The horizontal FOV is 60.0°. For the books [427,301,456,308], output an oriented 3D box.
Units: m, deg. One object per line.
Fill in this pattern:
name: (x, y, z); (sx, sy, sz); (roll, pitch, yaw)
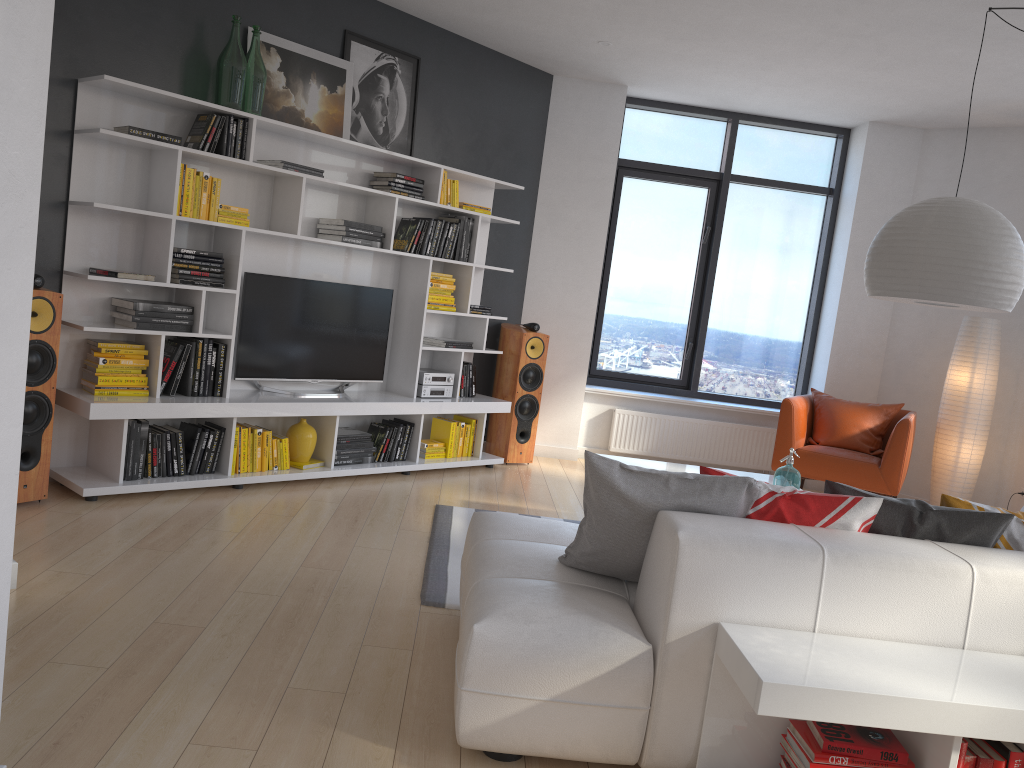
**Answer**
books: (-0.554, -0.561, 6.157); (0.257, 0.024, 0.203); (2, 8, -45)

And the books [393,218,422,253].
books: (-0.704, -0.981, 5.852); (0.182, 0.234, 0.104); (13, 8, 42)

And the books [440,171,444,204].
books: (-0.517, -1.315, 5.910); (0.161, 0.229, 0.041); (12, 8, 40)

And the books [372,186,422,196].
books: (-0.745, -1.256, 5.772); (0.189, 0.020, 0.264); (12, 8, 40)

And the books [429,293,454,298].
books: (-0.560, -0.625, 6.162); (0.251, 0.014, 0.189); (2, 8, -45)

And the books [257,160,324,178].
books: (-1.291, -1.250, 5.162); (0.250, 0.047, 0.310); (12, 7, 37)

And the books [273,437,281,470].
books: (-1.412, 0.403, 5.233); (0.134, 0.187, 0.046); (13, 8, 41)

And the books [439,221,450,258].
books: (-0.526, -0.988, 6.049); (0.192, 0.254, 0.075); (13, 8, 41)

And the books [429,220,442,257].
books: (-0.579, -0.987, 5.992); (0.191, 0.249, 0.084); (13, 8, 42)

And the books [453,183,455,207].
books: (-0.430, -1.278, 5.996); (0.108, 0.161, 0.046); (12, 8, 41)

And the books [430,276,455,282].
books: (-0.531, -0.737, 6.157); (0.223, 0.023, 0.163); (2, 8, -44)

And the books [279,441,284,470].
books: (-1.391, 0.415, 5.240); (0.113, 0.169, 0.049); (12, 8, 41)

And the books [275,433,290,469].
books: (-1.374, 0.399, 5.291); (0.149, 0.193, 0.046); (13, 8, 42)

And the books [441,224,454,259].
books: (-0.499, -0.981, 6.060); (0.179, 0.243, 0.071); (12, 8, 41)

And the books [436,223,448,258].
books: (-0.523, -0.976, 6.015); (0.172, 0.242, 0.069); (13, 8, 42)

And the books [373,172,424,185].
books: (-0.736, -1.336, 5.769); (0.209, 0.030, 0.266); (12, 7, 35)

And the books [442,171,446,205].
books: (-0.516, -1.316, 5.940); (0.163, 0.224, 0.041); (12, 8, 40)

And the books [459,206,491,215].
books: (-0.306, -1.218, 6.229); (0.257, 0.028, 0.194); (2, 8, -43)

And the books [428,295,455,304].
books: (-0.552, -0.595, 6.157); (0.189, 0.042, 0.243); (13, 8, 42)

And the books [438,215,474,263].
books: (-0.411, -1.017, 6.209); (0.259, 0.321, 0.128); (13, 8, 42)

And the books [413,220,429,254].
books: (-0.654, -0.978, 5.894); (0.169, 0.233, 0.081); (13, 8, 41)

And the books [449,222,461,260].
books: (-0.459, -0.989, 6.121); (0.197, 0.260, 0.066); (13, 8, 42)

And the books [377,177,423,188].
books: (-0.729, -1.308, 5.766); (0.246, 0.026, 0.180); (2, 8, -45)

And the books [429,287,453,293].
books: (-0.552, -0.661, 6.158); (0.171, 0.019, 0.239); (13, 8, 42)

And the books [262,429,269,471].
books: (-1.482, 0.375, 5.181); (0.171, 0.235, 0.043); (12, 8, 40)

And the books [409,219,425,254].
books: (-0.685, -0.980, 5.880); (0.187, 0.234, 0.096); (13, 8, 42)

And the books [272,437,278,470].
books: (-1.431, 0.401, 5.222); (0.138, 0.188, 0.056); (13, 8, 42)

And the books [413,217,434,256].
books: (-0.623, -0.990, 5.945); (0.192, 0.254, 0.075); (13, 8, 41)

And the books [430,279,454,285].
books: (-0.542, -0.714, 6.156); (0.227, 0.022, 0.160); (4, 7, -32)

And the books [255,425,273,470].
books: (-1.467, 0.374, 5.211); (0.172, 0.235, 0.056); (13, 8, 41)

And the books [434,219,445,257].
books: (-0.557, -0.991, 6.017); (0.197, 0.260, 0.066); (13, 8, 42)

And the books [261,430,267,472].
books: (-1.483, 0.376, 5.150); (0.169, 0.240, 0.043); (12, 8, 40)

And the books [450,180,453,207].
books: (-0.450, -1.289, 5.989); (0.128, 0.178, 0.044); (13, 8, 41)

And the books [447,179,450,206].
books: (-0.468, -1.291, 5.978); (0.132, 0.180, 0.054); (13, 8, 42)

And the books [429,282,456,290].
books: (-0.540, -0.686, 6.162); (0.239, 0.033, 0.176); (2, 8, -45)

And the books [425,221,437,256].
books: (-0.602, -0.982, 5.961); (0.179, 0.243, 0.068); (12, 8, 40)

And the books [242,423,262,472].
books: (-1.518, 0.366, 5.140); (0.185, 0.252, 0.055); (12, 8, 40)

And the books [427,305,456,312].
books: (-0.549, -0.534, 6.156); (0.257, 0.028, 0.194); (2, 8, -43)

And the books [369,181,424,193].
books: (-0.754, -1.285, 5.785); (0.284, 0.030, 0.214); (2, 8, -44)

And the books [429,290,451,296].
books: (-0.550, -0.639, 6.140); (0.217, 0.023, 0.145); (2, 8, -44)

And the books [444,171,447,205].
books: (-0.502, -1.317, 5.968); (0.164, 0.224, 0.054); (13, 8, 41)

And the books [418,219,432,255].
books: (-0.621, -0.979, 5.911); (0.172, 0.242, 0.069); (13, 8, 42)

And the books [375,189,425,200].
books: (-0.745, -1.231, 5.773); (0.284, 0.030, 0.214); (2, 8, -44)

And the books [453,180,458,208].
books: (-0.423, -1.292, 6.022); (0.141, 0.184, 0.064); (13, 8, 43)

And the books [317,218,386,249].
books: (-1.012, -0.945, 5.573); (0.277, 0.137, 0.343); (12, 7, 37)

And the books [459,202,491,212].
books: (-0.311, -1.245, 6.230); (0.257, 0.024, 0.203); (2, 8, -45)

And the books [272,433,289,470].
books: (-1.384, 0.400, 5.267); (0.148, 0.193, 0.067); (13, 8, 43)

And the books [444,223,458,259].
books: (-0.481, -0.985, 6.096); (0.191, 0.249, 0.084); (13, 8, 42)
